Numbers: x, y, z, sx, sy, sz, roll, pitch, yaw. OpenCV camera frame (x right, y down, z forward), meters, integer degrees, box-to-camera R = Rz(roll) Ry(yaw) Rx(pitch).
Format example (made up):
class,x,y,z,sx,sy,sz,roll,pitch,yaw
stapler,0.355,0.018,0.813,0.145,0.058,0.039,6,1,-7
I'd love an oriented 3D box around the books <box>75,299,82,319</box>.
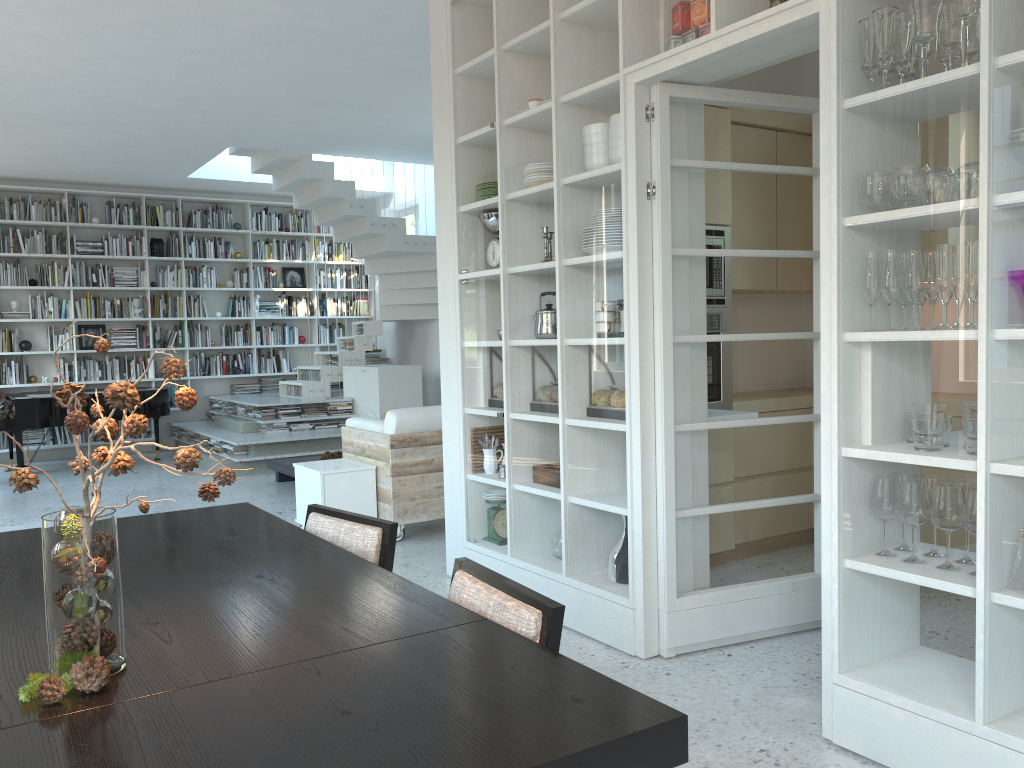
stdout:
class,x,y,z,sx,sy,sz,roll,pitch,yaw
books,-5.118,-0.887,10.478,0.042,0.242,0.162,-4,4,-33

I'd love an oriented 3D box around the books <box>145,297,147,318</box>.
class,x,y,z,sx,sy,sz,roll,pitch,yaw
books,-4.504,-0.936,10.888,0.023,0.265,0.107,-4,4,-33

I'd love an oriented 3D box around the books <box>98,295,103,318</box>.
class,x,y,z,sx,sy,sz,roll,pitch,yaw
books,-4.921,-0.919,10.598,0.013,0.284,0.176,-4,4,-33

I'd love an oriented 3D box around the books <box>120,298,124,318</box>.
class,x,y,z,sx,sy,sz,roll,pitch,yaw
books,-4.711,-0.911,10.710,0.012,0.245,0.185,-4,4,-33

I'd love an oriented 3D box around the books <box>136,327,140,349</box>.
class,x,y,z,sx,sy,sz,roll,pitch,yaw
books,-4.573,-0.561,10.837,0.011,0.261,0.184,-4,4,-33

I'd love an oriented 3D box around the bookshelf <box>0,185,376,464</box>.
class,x,y,z,sx,sy,sz,roll,pitch,yaw
bookshelf,-4.623,-0.701,10.733,6.294,3.145,0.330,-4,4,-33

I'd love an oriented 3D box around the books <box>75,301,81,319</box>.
class,x,y,z,sx,sy,sz,roll,pitch,yaw
books,-5.127,-0.869,10.459,0.053,0.209,0.156,-4,4,-33

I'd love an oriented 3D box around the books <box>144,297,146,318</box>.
class,x,y,z,sx,sy,sz,roll,pitch,yaw
books,-4.515,-0.933,10.872,0.014,0.261,0.137,-4,4,-33

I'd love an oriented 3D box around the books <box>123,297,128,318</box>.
class,x,y,z,sx,sy,sz,roll,pitch,yaw
books,-4.684,-0.921,10.748,0.025,0.259,0.150,-4,4,-33

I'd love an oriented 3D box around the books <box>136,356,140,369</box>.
class,x,y,z,sx,sy,sz,roll,pitch,yaw
books,-4.584,-0.207,10.872,0.010,0.284,0.132,-4,4,-33

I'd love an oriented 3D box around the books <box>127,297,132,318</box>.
class,x,y,z,sx,sy,sz,roll,pitch,yaw
books,-4.651,-0.923,10.781,0.024,0.259,0.126,-4,4,-33

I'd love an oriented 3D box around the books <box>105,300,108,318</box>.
class,x,y,z,sx,sy,sz,roll,pitch,yaw
books,-4.872,-0.888,10.630,0.024,0.216,0.175,-4,4,-33

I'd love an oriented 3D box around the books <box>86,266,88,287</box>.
class,x,y,z,sx,sy,sz,roll,pitch,yaw
books,-5.046,-1.264,10.504,0.011,0.252,0.153,-4,4,-33

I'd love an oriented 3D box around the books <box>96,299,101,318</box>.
class,x,y,z,sx,sy,sz,roll,pitch,yaw
books,-4.941,-0.894,10.595,0.025,0.236,0.137,-4,4,-33

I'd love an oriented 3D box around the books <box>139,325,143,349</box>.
class,x,y,z,sx,sy,sz,roll,pitch,yaw
books,-4.550,-0.577,10.864,0.011,0.288,0.152,-4,4,-33

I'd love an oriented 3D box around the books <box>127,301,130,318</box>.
class,x,y,z,sx,sy,sz,roll,pitch,yaw
books,-4.673,-0.896,10.776,0.022,0.207,0.114,-4,4,-33

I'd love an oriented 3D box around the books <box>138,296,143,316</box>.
class,x,y,z,sx,sy,sz,roll,pitch,yaw
books,-4.546,-0.940,10.857,0.025,0.279,0.108,-4,4,-33

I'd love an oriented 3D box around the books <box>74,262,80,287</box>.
class,x,y,z,sx,sy,sz,roll,pitch,yaw
books,-5.125,-1.282,10.446,0.026,0.297,0.179,-4,4,-33

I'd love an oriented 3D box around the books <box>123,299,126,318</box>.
class,x,y,z,sx,sy,sz,roll,pitch,yaw
books,-4.715,-0.906,10.751,0.025,0.230,0.143,-4,4,-33

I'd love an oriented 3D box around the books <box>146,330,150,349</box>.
class,x,y,z,sx,sy,sz,roll,pitch,yaw
books,-4.481,-0.550,10.882,0.034,0.229,0.199,-4,4,-33

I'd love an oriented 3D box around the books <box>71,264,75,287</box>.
class,x,y,z,sx,sy,sz,roll,pitch,yaw
books,-5.170,-1.264,10.420,0.026,0.267,0.170,-4,4,-33

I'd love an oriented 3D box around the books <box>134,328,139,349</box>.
class,x,y,z,sx,sy,sz,roll,pitch,yaw
books,-4.585,-0.557,10.833,0.012,0.254,0.161,-4,4,-33

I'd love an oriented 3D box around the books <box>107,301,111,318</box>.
class,x,y,z,sx,sy,sz,roll,pitch,yaw
books,-4.850,-0.889,10.646,0.030,0.215,0.168,-4,4,-33

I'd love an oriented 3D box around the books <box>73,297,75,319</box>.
class,x,y,z,sx,sy,sz,roll,pitch,yaw
books,-5.178,-0.904,10.456,0.010,0.282,0.140,-4,4,-33

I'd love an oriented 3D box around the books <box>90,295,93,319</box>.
class,x,y,z,sx,sy,sz,roll,pitch,yaw
books,-5.001,-0.912,10.536,0.010,0.281,0.170,-4,4,-33

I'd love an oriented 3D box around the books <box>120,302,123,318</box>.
class,x,y,z,sx,sy,sz,roll,pitch,yaw
books,-4.733,-0.888,10.709,0.029,0.200,0.178,-4,4,-33

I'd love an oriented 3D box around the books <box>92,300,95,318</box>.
class,x,y,z,sx,sy,sz,roll,pitch,yaw
books,-4.999,-0.888,10.566,0.024,0.228,0.147,-4,4,-33

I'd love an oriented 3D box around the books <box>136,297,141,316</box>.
class,x,y,z,sx,sy,sz,roll,pitch,yaw
books,-4.561,-0.929,10.835,0.025,0.260,0.130,-4,4,-33

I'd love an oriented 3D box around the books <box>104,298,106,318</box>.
class,x,y,z,sx,sy,sz,roll,pitch,yaw
books,-4.895,-0.905,10.631,0.011,0.252,0.130,-4,4,-33

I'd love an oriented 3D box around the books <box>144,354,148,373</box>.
class,x,y,z,sx,sy,sz,roll,pitch,yaw
books,-4.504,-0.220,10.913,0.011,0.300,0.149,-4,4,-33

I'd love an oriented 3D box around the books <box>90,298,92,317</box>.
class,x,y,z,sx,sy,sz,roll,pitch,yaw
books,-5.019,-0.894,10.546,0.010,0.245,0.149,-4,4,-33

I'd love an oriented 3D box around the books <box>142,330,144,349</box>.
class,x,y,z,sx,sy,sz,roll,pitch,yaw
books,-4.543,-0.550,10.877,0.013,0.233,0.134,-4,4,-33

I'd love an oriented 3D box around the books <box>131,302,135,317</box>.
class,x,y,z,sx,sy,sz,roll,pitch,yaw
books,-4.625,-0.896,10.797,0.035,0.201,0.149,-4,4,-33

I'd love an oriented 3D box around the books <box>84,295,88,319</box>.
class,x,y,z,sx,sy,sz,roll,pitch,yaw
books,-5.058,-0.912,10.534,0.010,0.284,0.136,-4,4,-33

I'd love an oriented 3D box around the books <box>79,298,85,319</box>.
class,x,y,z,sx,sy,sz,roll,pitch,yaw
books,-5.094,-0.892,10.504,0.026,0.248,0.139,-4,4,-33

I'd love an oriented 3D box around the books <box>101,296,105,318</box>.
class,x,y,z,sx,sy,sz,roll,pitch,yaw
books,-4.896,-0.912,10.597,0.027,0.268,0.189,-4,4,-33

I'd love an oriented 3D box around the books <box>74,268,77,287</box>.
class,x,y,z,sx,sy,sz,roll,pitch,yaw
books,-5.156,-1.247,10.449,0.027,0.228,0.147,-4,4,-33

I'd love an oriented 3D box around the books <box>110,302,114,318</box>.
class,x,y,z,sx,sy,sz,roll,pitch,yaw
books,-4.823,-0.883,10.678,0.050,0.199,0.145,-4,4,-33

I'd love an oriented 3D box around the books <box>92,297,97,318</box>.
class,x,y,z,sx,sy,sz,roll,pitch,yaw
books,-4.981,-0.905,10.584,0.028,0.259,0.134,-4,4,-33

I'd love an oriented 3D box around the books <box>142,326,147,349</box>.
class,x,y,z,sx,sy,sz,roll,pitch,yaw
books,-4.506,-0.574,10.877,0.011,0.280,0.186,-4,4,-33

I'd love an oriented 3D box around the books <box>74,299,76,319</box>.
class,x,y,z,sx,sy,sz,roll,pitch,yaw
books,-5.168,-0.881,10.462,0.011,0.235,0.141,-4,4,-33

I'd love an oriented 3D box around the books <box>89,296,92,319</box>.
class,x,y,z,sx,sy,sz,roll,pitch,yaw
books,-5.012,-0.904,10.511,0.015,0.267,0.189,-4,4,-33

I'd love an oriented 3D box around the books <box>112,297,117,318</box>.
class,x,y,z,sx,sy,sz,roll,pitch,yaw
books,-4.791,-0.915,10.686,0.014,0.259,0.161,-4,4,-33

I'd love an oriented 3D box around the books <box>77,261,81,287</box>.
class,x,y,z,sx,sy,sz,roll,pitch,yaw
books,-5.119,-1.291,10.472,0.014,0.313,0.133,-4,4,-33

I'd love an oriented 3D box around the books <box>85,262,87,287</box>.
class,x,y,z,sx,sy,sz,roll,pitch,yaw
books,-5.054,-1.288,10.495,0.011,0.300,0.179,-4,4,-33

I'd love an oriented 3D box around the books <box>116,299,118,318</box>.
class,x,y,z,sx,sy,sz,roll,pitch,yaw
books,-4.779,-0.903,10.690,0.010,0.234,0.174,-4,4,-33

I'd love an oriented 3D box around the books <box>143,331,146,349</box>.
class,x,y,z,sx,sy,sz,roll,pitch,yaw
books,-4.528,-0.543,10.885,0.021,0.217,0.132,-4,4,-33

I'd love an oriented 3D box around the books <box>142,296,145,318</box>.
class,x,y,z,sx,sy,sz,roll,pitch,yaw
books,-4.521,-0.934,10.854,0.014,0.266,0.153,-4,4,-33

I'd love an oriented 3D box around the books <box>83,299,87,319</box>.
class,x,y,z,sx,sy,sz,roll,pitch,yaw
books,-5.068,-0.889,10.514,0.029,0.240,0.155,-4,4,-33

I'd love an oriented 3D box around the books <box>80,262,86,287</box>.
class,x,y,z,sx,sy,sz,roll,pitch,yaw
books,-5.075,-1.284,10.491,0.029,0.295,0.151,-4,4,-33

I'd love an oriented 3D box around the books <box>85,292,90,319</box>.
class,x,y,z,sx,sy,sz,roll,pitch,yaw
books,-5.025,-0.928,10.503,0.014,0.318,0.188,-4,4,-33

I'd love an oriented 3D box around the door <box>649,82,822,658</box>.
class,x,y,z,sx,sy,sz,roll,pitch,yaw
door,0.955,-0.048,3.608,0.839,2.230,0.067,-3,4,-23

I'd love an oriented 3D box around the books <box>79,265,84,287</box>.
class,x,y,z,sx,sy,sz,roll,pitch,yaw
books,-5.087,-1.268,10.462,0.025,0.266,0.185,-4,4,-33

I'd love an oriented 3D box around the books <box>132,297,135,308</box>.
class,x,y,z,sx,sy,sz,roll,pitch,yaw
books,-4.610,-0.928,10.815,0.014,0.263,0.135,-4,4,-33

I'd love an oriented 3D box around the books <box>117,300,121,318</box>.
class,x,y,z,sx,sy,sz,roll,pitch,yaw
books,-4.757,-0.898,10.691,0.029,0.224,0.185,-4,4,-33

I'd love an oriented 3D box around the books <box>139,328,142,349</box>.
class,x,y,z,sx,sy,sz,roll,pitch,yaw
books,-4.560,-0.560,10.859,0.013,0.256,0.162,-4,4,-33

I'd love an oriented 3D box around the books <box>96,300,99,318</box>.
class,x,y,z,sx,sy,sz,roll,pitch,yaw
books,-4.952,-0.889,10.579,0.012,0.228,0.169,-4,4,-33
